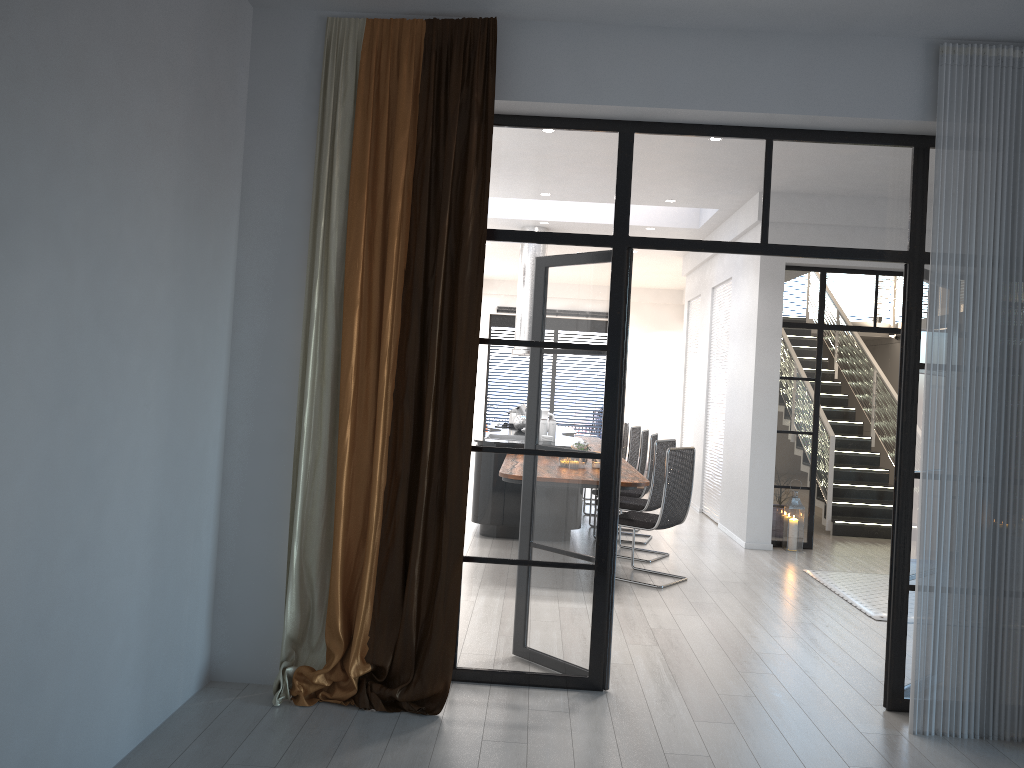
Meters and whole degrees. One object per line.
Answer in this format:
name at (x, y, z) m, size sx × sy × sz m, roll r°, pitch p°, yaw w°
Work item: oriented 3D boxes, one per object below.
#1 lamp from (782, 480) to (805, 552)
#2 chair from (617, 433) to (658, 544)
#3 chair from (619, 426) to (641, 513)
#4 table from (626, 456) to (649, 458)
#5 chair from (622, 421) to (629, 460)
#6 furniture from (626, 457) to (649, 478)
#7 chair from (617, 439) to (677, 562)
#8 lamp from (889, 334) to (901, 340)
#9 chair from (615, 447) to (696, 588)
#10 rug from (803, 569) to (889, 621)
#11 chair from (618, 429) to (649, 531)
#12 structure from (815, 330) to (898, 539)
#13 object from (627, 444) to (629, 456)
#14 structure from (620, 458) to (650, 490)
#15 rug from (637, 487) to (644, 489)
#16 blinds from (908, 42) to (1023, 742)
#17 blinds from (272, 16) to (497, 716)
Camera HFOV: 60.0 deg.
lamp at (2.657, 1.234, 8.352) m, size 0.148 × 0.665 × 0.157 m, roll 3°, pitch -1°, yaw 2°
chair at (1.080, 0.967, 8.505) m, size 0.537 × 1.019 × 0.470 m, roll 3°, pitch -1°, yaw 17°
chair at (1.122, 0.967, 10.036) m, size 0.537 × 1.019 × 0.470 m, roll 3°, pitch -1°, yaw 22°
table at (1.751, 1.331, 13.878) m, size 1.000 × 0.350 × 1.000 m, roll 3°, pitch 0°, yaw 2°
chair at (1.138, 0.966, 10.999) m, size 0.537 × 1.019 × 0.470 m, roll 3°, pitch -1°, yaw 2°
furniture at (1.809, 1.281, 12.767) m, size 0.699 × 0.460 × 0.699 m, roll 3°, pitch 0°, yaw -3°
chair at (1.065, 0.967, 7.687) m, size 0.537 × 1.019 × 0.470 m, roll 3°, pitch -1°, yaw 32°
lamp at (5.917, -0.742, 13.487) m, size 0.152 × 0.124 × 0.567 m, roll 3°, pitch 0°, yaw 2°
chair at (1.027, 0.967, 6.749) m, size 0.537 × 1.019 × 0.470 m, roll 3°, pitch -1°, yaw 37°
rug at (3.536, 1.608, 6.584) m, size 2.276 × 0.020 × 1.584 m, roll 3°, pitch 0°, yaw 1°
chair at (1.101, 0.967, 9.223) m, size 0.537 × 1.019 × 0.470 m, roll 3°, pitch -1°, yaw 17°
structure at (4.705, -0.120, 11.364) m, size 2.394 × 3.603 × 5.799 m, roll 3°, pitch 0°, yaw 2°
object at (1.826, 1.151, 15.031) m, size 0.418 × 0.355 × 0.760 m, roll 3°, pitch 0°, yaw 10°
structure at (0.332, 0.989, 8.854) m, size 1.377 × 0.887 × 5.638 m, roll 3°, pitch 0°, yaw 2°
rug at (1.601, 1.486, 13.935) m, size 1.623 × 0.020 × 2.519 m, roll 3°, pitch 0°, yaw 1°
blinds at (2.467, 0.046, 3.883) m, size 1.301 × 3.070 × 0.052 m, roll 3°, pitch -1°, yaw 2°
blinds at (-0.545, -0.138, 3.885) m, size 0.811 × 3.046 × 0.254 m, roll 3°, pitch -1°, yaw 1°
